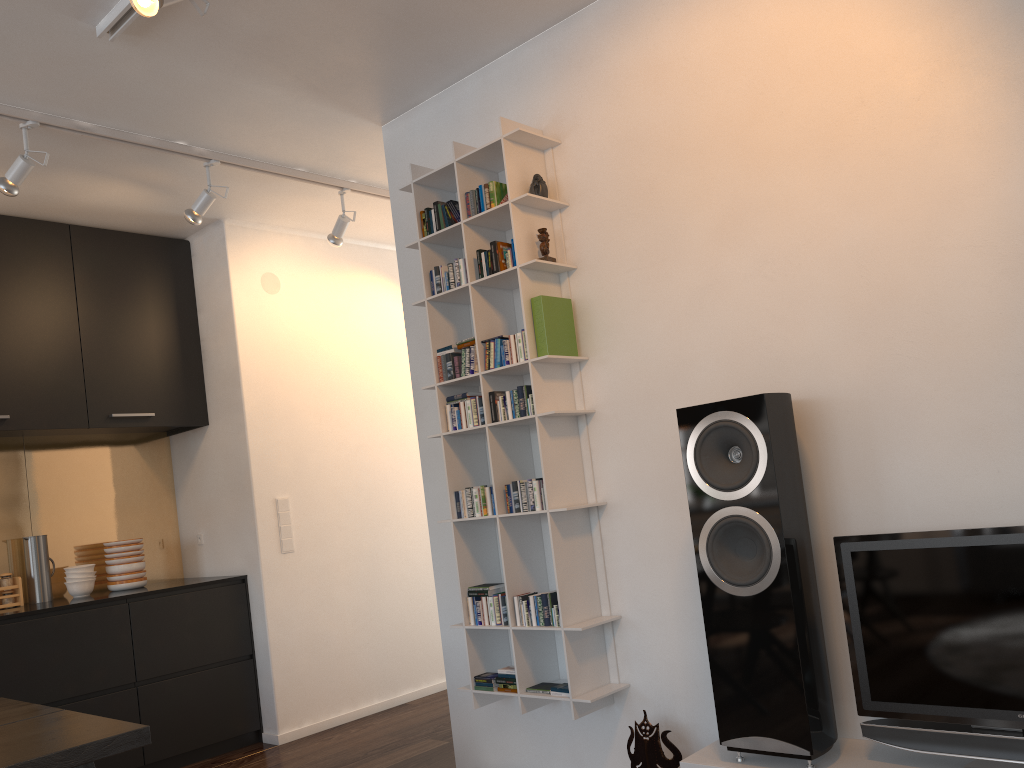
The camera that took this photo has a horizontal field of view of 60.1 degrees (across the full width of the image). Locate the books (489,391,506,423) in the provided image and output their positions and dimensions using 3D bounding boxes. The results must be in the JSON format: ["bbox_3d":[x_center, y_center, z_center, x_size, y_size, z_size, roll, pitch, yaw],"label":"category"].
[{"bbox_3d":[-0.044,0.085,3.199,0.029,0.115,0.074,-10,-5,42],"label":"books"}]

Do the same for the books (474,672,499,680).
[{"bbox_3d":[-0.079,1.080,3.271,0.108,0.009,0.069,-13,-9,42],"label":"books"}]

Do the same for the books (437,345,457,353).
[{"bbox_3d":[-0.228,-0.132,3.344,0.069,0.013,0.094,-1,-9,-42],"label":"books"}]

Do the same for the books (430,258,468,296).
[{"bbox_3d":[-0.198,-0.400,3.325,0.223,0.112,0.108,-13,-7,42],"label":"books"}]

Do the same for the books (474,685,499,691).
[{"bbox_3d":[-0.078,1.118,3.270,0.099,0.015,0.074,-13,-9,42],"label":"books"}]

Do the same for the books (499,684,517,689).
[{"bbox_3d":[0.011,1.083,3.188,0.093,0.013,0.069,-13,-9,42],"label":"books"}]

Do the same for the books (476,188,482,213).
[{"bbox_3d":[-0.099,-0.650,3.201,0.012,0.107,0.069,-10,-5,42],"label":"books"}]

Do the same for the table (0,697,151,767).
[{"bbox_3d":[-2.106,1.273,1.645,1.114,0.676,2.497,-12,-9,42],"label":"table"}]

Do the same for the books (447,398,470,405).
[{"bbox_3d":[-0.176,0.067,3.349,0.112,0.012,0.093,-13,-9,42],"label":"books"}]

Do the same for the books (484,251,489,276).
[{"bbox_3d":[-0.067,-0.425,3.168,0.014,0.092,0.069,-10,-5,42],"label":"books"}]

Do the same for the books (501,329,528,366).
[{"bbox_3d":[0.044,-0.125,3.118,0.137,0.112,0.122,-12,-7,42],"label":"books"}]

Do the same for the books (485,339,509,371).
[{"bbox_3d":[-0.042,-0.103,3.184,0.088,0.107,0.096,-11,-6,42],"label":"books"}]

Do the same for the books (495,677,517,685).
[{"bbox_3d":[0.002,1.066,3.193,0.108,0.023,0.069,-13,-9,42],"label":"books"}]

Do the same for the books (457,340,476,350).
[{"bbox_3d":[-0.141,-0.144,3.255,0.108,0.017,0.069,-13,-9,42],"label":"books"}]

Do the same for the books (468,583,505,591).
[{"bbox_3d":[-0.093,0.759,3.310,0.112,0.012,0.093,-13,-9,42],"label":"books"}]

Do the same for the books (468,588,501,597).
[{"bbox_3d":[-0.103,0.777,3.297,0.108,0.023,0.069,-13,-9,42],"label":"books"}]

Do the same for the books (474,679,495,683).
[{"bbox_3d":[-0.082,1.091,3.273,0.093,0.015,0.069,-13,-9,42],"label":"books"}]

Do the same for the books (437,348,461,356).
[{"bbox_3d":[-0.227,-0.118,3.349,0.093,0.013,0.069,-13,-9,42],"label":"books"}]

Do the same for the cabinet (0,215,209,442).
[{"bbox_3d":[-2.575,-0.260,4.385,0.535,1.045,1.953,-10,-7,42],"label":"cabinet"}]

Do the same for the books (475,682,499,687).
[{"bbox_3d":[-0.079,1.104,3.272,0.093,0.014,0.069,-13,-9,42],"label":"books"}]

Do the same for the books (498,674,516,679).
[{"bbox_3d":[0.007,1.046,3.190,0.093,0.013,0.069,-13,-9,42],"label":"books"}]

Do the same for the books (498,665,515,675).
[{"bbox_3d":[0.006,1.032,3.192,0.093,0.013,0.069,-13,-9,42],"label":"books"}]

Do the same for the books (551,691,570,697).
[{"bbox_3d":[0.191,1.058,3.040,0.093,0.013,0.069,-13,-9,42],"label":"books"}]

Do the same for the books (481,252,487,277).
[{"bbox_3d":[-0.077,-0.423,3.178,0.014,0.092,0.069,-10,-5,42],"label":"books"}]

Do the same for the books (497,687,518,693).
[{"bbox_3d":[0.009,1.099,3.195,0.108,0.016,0.069,-13,-9,42],"label":"books"}]

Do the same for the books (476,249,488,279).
[{"bbox_3d":[-0.093,-0.427,3.188,0.023,0.107,0.069,-10,-5,42],"label":"books"}]

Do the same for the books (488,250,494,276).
[{"bbox_3d":[-0.056,-0.429,3.156,0.020,0.092,0.069,-10,-5,42],"label":"books"}]

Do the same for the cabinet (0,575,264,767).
[{"bbox_3d":[-3.330,1.502,3.090,0.738,0.895,5.058,-11,-8,42],"label":"cabinet"}]

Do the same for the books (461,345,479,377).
[{"bbox_3d":[-0.125,-0.083,3.265,0.115,0.107,0.096,-12,-7,42],"label":"books"}]

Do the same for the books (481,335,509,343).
[{"bbox_3d":[-0.049,-0.160,3.178,0.108,0.008,0.069,-13,-9,42],"label":"books"}]

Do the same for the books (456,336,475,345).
[{"bbox_3d":[-0.136,-0.159,3.262,0.112,0.014,0.093,-13,-9,42],"label":"books"}]

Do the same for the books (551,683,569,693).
[{"bbox_3d":[0.190,1.044,3.036,0.069,0.013,0.094,-1,-9,-42],"label":"books"}]

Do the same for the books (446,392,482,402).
[{"bbox_3d":[-0.177,0.051,3.354,0.112,0.022,0.096,-13,-9,42],"label":"books"}]

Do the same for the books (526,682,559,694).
[{"bbox_3d":[0.122,1.077,3.134,0.112,0.012,0.093,-13,-9,42],"label":"books"}]
